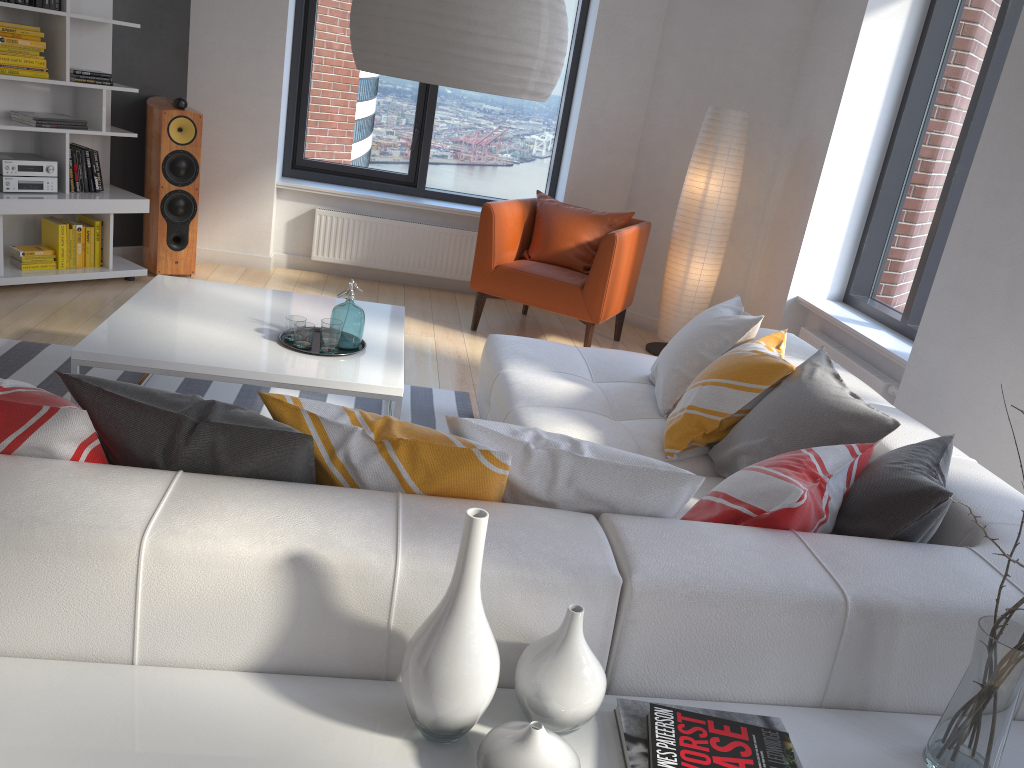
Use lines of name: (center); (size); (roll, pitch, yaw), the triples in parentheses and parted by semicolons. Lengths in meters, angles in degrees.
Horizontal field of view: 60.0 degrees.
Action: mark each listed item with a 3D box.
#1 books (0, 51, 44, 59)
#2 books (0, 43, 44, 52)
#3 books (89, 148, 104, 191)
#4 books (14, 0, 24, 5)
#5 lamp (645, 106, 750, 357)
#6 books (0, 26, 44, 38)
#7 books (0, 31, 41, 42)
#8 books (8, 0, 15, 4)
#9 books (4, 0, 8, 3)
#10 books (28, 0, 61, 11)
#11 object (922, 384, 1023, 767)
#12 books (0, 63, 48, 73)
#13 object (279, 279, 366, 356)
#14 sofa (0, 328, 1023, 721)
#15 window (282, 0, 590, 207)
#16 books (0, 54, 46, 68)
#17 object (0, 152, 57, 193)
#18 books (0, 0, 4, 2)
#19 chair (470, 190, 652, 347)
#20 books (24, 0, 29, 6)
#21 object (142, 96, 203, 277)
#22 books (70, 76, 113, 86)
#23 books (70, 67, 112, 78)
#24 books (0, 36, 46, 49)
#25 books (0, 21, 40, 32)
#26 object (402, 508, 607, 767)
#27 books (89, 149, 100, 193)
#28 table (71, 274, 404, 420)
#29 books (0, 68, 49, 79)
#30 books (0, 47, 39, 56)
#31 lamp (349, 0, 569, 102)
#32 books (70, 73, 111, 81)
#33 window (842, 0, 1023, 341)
books: (-2.641, -1.749, 4.687); (0.189, 0.014, 0.251); (24, 23, 36)
books: (-2.631, -1.783, 4.675); (0.171, 0.019, 0.239); (23, 23, 33)
books: (-2.464, -1.257, 5.179); (0.179, 0.233, 0.077); (23, 23, 33)
books: (-2.548, -2.082, 4.543); (0.191, 0.249, 0.084); (23, 23, 33)
lamp: (1.285, -0.836, 5.362); (0.804, 1.550, 0.502); (25, 24, 38)
books: (-2.608, -1.856, 4.658); (0.163, 0.023, 0.223); (25, 24, 37)
books: (-2.620, -1.834, 4.661); (0.227, 0.022, 0.160); (-5, 24, -37)
books: (-2.563, -2.069, 4.509); (0.179, 0.243, 0.071); (22, 22, 32)
books: (-2.588, -2.074, 4.494); (0.192, 0.254, 0.075); (22, 22, 32)
books: (-2.485, -2.140, 4.651); (0.259, 0.321, 0.128); (23, 23, 33)
object: (0.877, 0.356, 1.399); (0.406, 0.744, 0.607); (21, 21, 29)
books: (-2.636, -1.685, 4.697); (0.203, 0.024, 0.257); (24, 23, 36)
object: (-0.703, -0.279, 3.351); (0.330, 0.265, 0.330); (15, 19, 14)
sofa: (-0.434, 0.188, 2.794); (3.424, 0.732, 2.614); (7, 19, -9)
window: (-0.477, -2.494, 6.089); (1.960, 2.402, 0.170); (7, 19, -9)
books: (-2.633, -1.718, 4.690); (0.189, 0.042, 0.243); (23, 23, 33)
object: (-2.697, -1.158, 4.863); (0.270, 0.174, 0.285); (23, 23, 33)
books: (-2.583, -2.055, 4.464); (0.172, 0.242, 0.069); (23, 23, 34)
chair: (0.323, -0.714, 5.591); (0.896, 0.858, 0.843); (17, 20, 21)
books: (-2.527, -2.092, 4.569); (0.197, 0.260, 0.066); (23, 23, 33)
object: (-2.138, -1.242, 5.525); (0.290, 1.088, 0.434); (-5, 24, -37)
books: (-2.374, -1.701, 4.964); (0.161, 0.023, 0.213); (24, 24, 36)
books: (-2.381, -1.743, 4.962); (0.161, 0.023, 0.213); (24, 24, 36)
books: (-2.619, -1.808, 4.674); (0.176, 0.033, 0.239); (24, 23, 36)
books: (-2.628, -1.884, 4.655); (0.163, 0.023, 0.223); (25, 24, 37)
object: (-0.001, 0.391, 1.392); (0.316, 0.398, 0.319); (15, 19, 14)
books: (-2.459, -1.245, 5.134); (0.177, 0.242, 0.066); (23, 23, 33)
table: (-1.006, -0.033, 3.570); (1.091, 0.435, 1.091); (7, 19, -9)
books: (-2.631, -1.659, 4.703); (0.194, 0.028, 0.257); (25, 24, 38)
books: (-2.628, -1.757, 4.663); (0.145, 0.023, 0.217); (25, 24, 37)
lamp: (0.953, -0.336, 2.040); (3.199, 2.647, 0.710); (19, 21, 25)
books: (-2.374, -1.720, 4.958); (0.142, 0.015, 0.198); (22, 22, 32)
window: (2.292, -1.369, 4.231); (0.170, 2.402, 1.310); (7, 19, -9)
